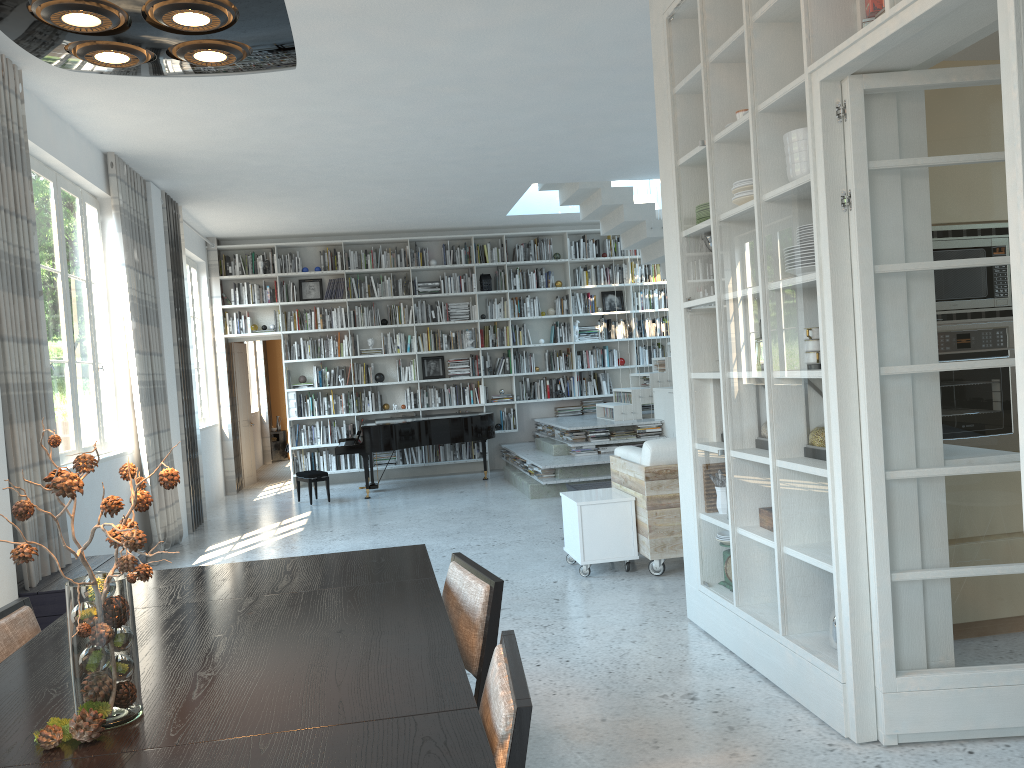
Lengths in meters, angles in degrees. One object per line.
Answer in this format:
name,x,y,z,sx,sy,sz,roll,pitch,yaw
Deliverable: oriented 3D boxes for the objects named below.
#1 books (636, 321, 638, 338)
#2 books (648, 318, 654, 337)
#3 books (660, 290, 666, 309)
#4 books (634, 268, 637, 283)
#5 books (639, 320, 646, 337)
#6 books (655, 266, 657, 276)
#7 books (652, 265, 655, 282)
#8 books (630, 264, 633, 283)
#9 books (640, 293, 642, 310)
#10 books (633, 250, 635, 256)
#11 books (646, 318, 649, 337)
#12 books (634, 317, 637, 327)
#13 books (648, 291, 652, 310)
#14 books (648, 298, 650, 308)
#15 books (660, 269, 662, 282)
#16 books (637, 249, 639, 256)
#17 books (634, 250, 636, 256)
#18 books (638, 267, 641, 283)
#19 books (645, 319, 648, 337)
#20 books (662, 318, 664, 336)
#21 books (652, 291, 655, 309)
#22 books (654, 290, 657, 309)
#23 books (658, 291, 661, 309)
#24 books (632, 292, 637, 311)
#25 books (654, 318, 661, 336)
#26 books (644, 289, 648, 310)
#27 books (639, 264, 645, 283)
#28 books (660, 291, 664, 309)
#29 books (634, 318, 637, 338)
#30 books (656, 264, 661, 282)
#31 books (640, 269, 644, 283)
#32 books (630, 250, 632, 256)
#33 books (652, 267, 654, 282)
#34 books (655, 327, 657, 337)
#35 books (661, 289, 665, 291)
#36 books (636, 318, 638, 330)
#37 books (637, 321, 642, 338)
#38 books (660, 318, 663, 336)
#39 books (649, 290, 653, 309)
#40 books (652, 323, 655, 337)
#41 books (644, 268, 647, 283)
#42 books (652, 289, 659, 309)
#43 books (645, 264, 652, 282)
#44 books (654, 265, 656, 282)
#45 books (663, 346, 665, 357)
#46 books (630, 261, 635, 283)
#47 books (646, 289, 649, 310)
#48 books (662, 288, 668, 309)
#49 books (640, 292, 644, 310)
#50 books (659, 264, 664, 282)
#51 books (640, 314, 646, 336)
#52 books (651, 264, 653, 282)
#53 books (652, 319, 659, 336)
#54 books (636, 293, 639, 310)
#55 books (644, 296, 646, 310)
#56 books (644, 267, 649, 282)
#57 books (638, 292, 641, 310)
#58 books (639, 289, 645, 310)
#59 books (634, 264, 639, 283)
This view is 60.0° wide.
books,1.694,-0.746,12.162,0.010,0.239,0.147,-4,2,-9
books,1.885,-0.771,12.171,0.056,0.261,0.176,-4,2,-9
books,2.078,-1.152,12.203,0.023,0.258,0.184,-4,2,-9
books,1.653,-1.462,12.048,0.024,0.205,0.165,-4,2,-9
books,1.788,-0.755,12.158,0.022,0.243,0.170,-4,2,-9
books,1.943,-1.491,12.098,0.013,0.222,0.174,-4,2,-9
books,1.911,-1.499,12.102,0.022,0.242,0.144,-4,2,-9
books,1.606,-1.503,12.063,0.036,0.294,0.135,-4,2,-9
books,1.738,-1.118,12.153,0.011,0.239,0.172,-4,2,-9
books,1.641,-1.840,12.135,0.025,0.223,0.136,-4,2,-9
books,1.845,-0.770,12.177,0.022,0.265,0.157,-4,2,-9
books,1.683,-0.773,12.159,0.010,0.293,0.164,-4,2,-9
books,1.877,-1.139,12.169,0.013,0.260,0.158,-4,2,-9
books,1.858,-1.097,12.181,0.027,0.179,0.157,-4,2,-9
books,2.034,-1.498,12.184,0.023,0.220,0.171,-4,2,-9
books,1.693,-1.846,12.118,0.022,0.229,0.174,-4,2,-9
books,1.660,-1.872,12.122,0.013,0.286,0.150,-4,2,-9
books,1.713,-1.475,12.060,0.049,0.224,0.161,-4,2,-9
books,1.824,-0.759,12.162,0.026,0.246,0.180,-4,2,-9
books,2.058,-0.777,12.225,0.025,0.249,0.133,-4,2,-9
books,1.920,-1.142,12.175,0.024,0.259,0.156,-4,2,-9
books,1.943,-1.145,12.177,0.022,0.263,0.172,-4,2,-9
books,2.015,-1.146,12.207,0.012,0.254,0.161,-4,2,-9
books,1.677,-1.122,12.141,0.012,0.254,0.161,-4,2,-9
books,1.998,-0.778,12.205,0.029,0.259,0.171,-4,2,-9
books,1.819,-1.153,12.171,0.022,0.297,0.162,-4,2,-9
books,1.769,-1.499,12.077,0.023,0.264,0.158,-4,2,-9
books,2.046,-1.143,12.192,0.045,0.245,0.177,-4,2,-9
books,1.668,-0.763,12.142,0.025,0.277,0.160,-4,2,-9
books,1.965,-1.503,12.124,0.042,0.242,0.247,-4,1,-9
books,1.751,-1.463,12.060,0.024,0.193,0.189,-4,1,-9
books,1.593,-1.881,12.101,0.011,0.313,0.172,-4,2,-9
books,1.896,-1.479,12.094,0.014,0.206,0.184,-4,2,-9
books,1.949,-0.737,12.204,0.030,0.184,0.137,-4,2,-9
books,2.090,-1.161,12.229,0.010,0.274,0.130,-4,2,-9
books,1.701,-0.767,12.172,0.010,0.279,0.147,-4,2,-9
books,1.740,-0.749,12.178,0.066,0.236,0.144,-4,2,-9
books,2.040,-0.778,12.219,0.012,0.254,0.161,-4,2,-9
books,1.894,-1.146,12.181,0.025,0.271,0.152,-4,2,-9
books,1.926,-0.738,12.178,0.023,0.189,0.169,-4,2,-9
books,1.795,-1.470,12.124,0.038,0.199,0.170,-4,2,-9
books,1.967,-1.157,12.185,0.030,0.284,0.166,-4,2,-9
books,1.856,-1.500,12.079,0.023,0.254,0.189,-4,2,-9
books,1.928,-1.498,12.105,0.012,0.238,0.165,-4,2,-9
books,2.078,-0.406,12.229,0.013,0.240,0.166,-4,2,-9
books,1.633,-1.505,12.043,0.010,0.294,0.183,-4,2,-9
books,1.837,-1.152,12.162,0.012,0.293,0.165,-4,2,-9
books,2.107,-1.172,12.227,0.024,0.292,0.132,-4,2,-9
books,1.757,-1.129,12.150,0.026,0.256,0.173,-4,2,-9
books,2.047,-1.536,12.193,0.010,0.295,0.165,-4,2,-9
books,1.799,-0.795,12.177,0.012,0.322,0.141,-4,2,-9
books,1.876,-1.523,12.087,0.022,0.297,0.152,-4,2,-9
books,1.975,-0.770,12.191,0.022,0.247,0.181,-4,2,-9
books,1.695,-1.121,12.157,0.026,0.250,0.160,-4,2,-9
books,1.797,-1.099,12.175,0.028,0.191,0.136,-4,2,-9
books,1.831,-1.478,12.095,0.025,0.211,0.134,-4,2,-9
books,1.723,-1.122,12.133,0.023,0.248,0.182,-4,2,-9
books,1.778,-1.144,12.138,0.014,0.285,0.185,-4,2,-9
books,1.677,-1.492,12.042,0.026,0.263,0.189,-4,2,-9
